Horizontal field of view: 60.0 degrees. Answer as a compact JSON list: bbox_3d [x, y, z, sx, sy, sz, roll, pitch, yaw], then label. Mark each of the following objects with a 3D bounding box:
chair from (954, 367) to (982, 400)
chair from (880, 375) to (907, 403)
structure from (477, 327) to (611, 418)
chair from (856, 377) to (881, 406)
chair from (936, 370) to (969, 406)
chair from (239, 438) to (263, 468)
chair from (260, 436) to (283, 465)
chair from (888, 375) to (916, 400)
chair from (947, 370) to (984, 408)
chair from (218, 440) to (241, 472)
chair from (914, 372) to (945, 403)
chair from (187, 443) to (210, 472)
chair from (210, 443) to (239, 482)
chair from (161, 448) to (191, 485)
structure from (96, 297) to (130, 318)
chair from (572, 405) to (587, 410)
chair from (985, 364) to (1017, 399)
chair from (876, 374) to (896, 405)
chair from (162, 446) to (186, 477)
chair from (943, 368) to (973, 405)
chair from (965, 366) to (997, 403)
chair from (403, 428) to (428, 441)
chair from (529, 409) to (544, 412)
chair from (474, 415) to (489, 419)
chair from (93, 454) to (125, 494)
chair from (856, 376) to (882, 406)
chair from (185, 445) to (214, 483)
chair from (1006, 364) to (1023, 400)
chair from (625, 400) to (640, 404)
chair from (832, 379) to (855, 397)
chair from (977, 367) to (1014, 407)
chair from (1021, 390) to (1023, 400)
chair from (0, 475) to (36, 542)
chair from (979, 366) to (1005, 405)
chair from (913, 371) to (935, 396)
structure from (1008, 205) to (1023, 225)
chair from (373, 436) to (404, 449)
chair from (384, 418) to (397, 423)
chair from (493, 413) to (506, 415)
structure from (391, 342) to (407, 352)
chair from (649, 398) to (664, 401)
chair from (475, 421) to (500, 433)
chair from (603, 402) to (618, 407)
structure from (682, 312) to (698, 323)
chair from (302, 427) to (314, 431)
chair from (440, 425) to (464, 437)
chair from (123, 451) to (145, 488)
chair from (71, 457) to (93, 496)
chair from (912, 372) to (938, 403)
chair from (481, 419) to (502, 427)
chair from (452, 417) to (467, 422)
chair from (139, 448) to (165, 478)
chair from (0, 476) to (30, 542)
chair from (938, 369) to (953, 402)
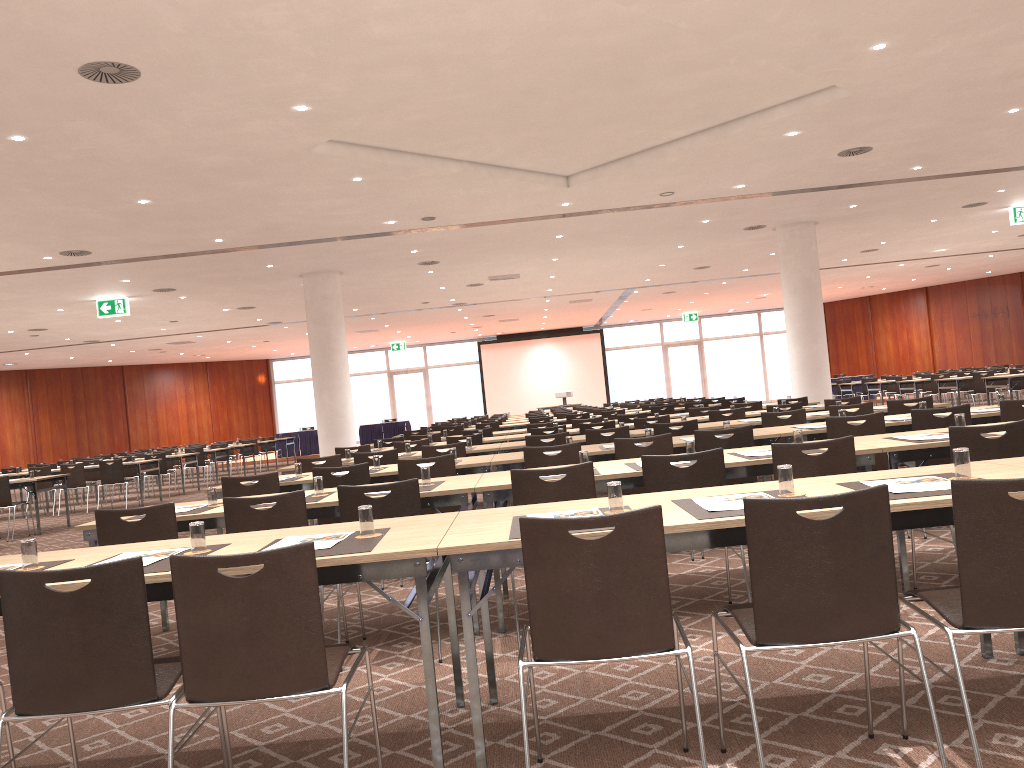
[{"bbox_3d":[13.319,-0.017,25.983,0.535,0.939,0.614,-6,-1,1],"label":"chair"},{"bbox_3d":[10.395,0.240,24.180,0.535,0.939,0.614,-6,-1,3],"label":"chair"},{"bbox_3d":[1.299,-0.422,36.279,5.158,3.525,0.395,-6,0,1],"label":"structure"},{"bbox_3d":[9.714,0.307,24.134,0.535,0.939,0.614,-6,-1,4],"label":"chair"},{"bbox_3d":[10.958,0.146,22.109,0.535,0.939,0.614,-6,-1,-2],"label":"chair"},{"bbox_3d":[-7.841,2.095,26.479,0.535,0.939,0.614,-6,-1,4],"label":"chair"},{"bbox_3d":[-7.197,2.029,26.386,0.535,0.939,0.614,-6,-1,1],"label":"chair"},{"bbox_3d":[9.777,0.265,22.192,0.535,0.939,0.614,-6,-1,0],"label":"chair"},{"bbox_3d":[10.270,0.179,20.123,0.535,0.939,0.614,-6,-1,-2],"label":"chair"},{"bbox_3d":[-8.448,2.154,26.410,0.535,0.939,0.614,-6,-1,0],"label":"chair"},{"bbox_3d":[10.364,0.204,22.040,0.535,0.939,0.614,-6,-1,2],"label":"chair"},{"bbox_3d":[-9.415,2.253,26.570,0.535,0.939,0.614,-6,-1,-1],"label":"chair"},{"bbox_3d":[-7.289,1.965,22.387,0.535,0.939,0.614,-6,-1,3],"label":"chair"},{"bbox_3d":[-8.591,2.098,22.553,0.535,0.939,0.614,-6,-1,2],"label":"chair"},{"bbox_3d":[-7.681,-1.470,17.077,0.587,0.346,0.105,-6,0,1],"label":"structure"},{"bbox_3d":[2.055,1.108,26.327,0.535,0.939,0.614,-6,-1,3],"label":"chair"},{"bbox_3d":[13.253,-0.045,24.124,0.535,0.939,0.614,-6,-1,3],"label":"chair"},{"bbox_3d":[11.089,0.207,26.167,0.535,0.939,0.614,-6,-1,3],"label":"chair"},{"bbox_3d":[-10.129,2.323,26.524,0.535,0.939,0.614,-6,-1,0],"label":"chair"},{"bbox_3d":[12.078,0.071,24.088,0.535,0.939,0.614,-6,-1,-1],"label":"chair"},{"bbox_3d":[12.646,0.013,23.995,0.535,0.939,0.614,-6,-1,1],"label":"chair"},{"bbox_3d":[-1.716,1.301,16.357,0.535,0.939,0.614,-6,-1,3],"label":"chair"},{"bbox_3d":[0.771,1.236,26.310,0.535,0.939,0.614,-6,-1,2],"label":"chair"},{"bbox_3d":[-0.862,1.399,26.384,0.535,0.939,0.614,-6,-1,2],"label":"chair"},{"bbox_3d":[-10.235,2.259,22.444,0.536,0.939,0.614,-6,-1,4],"label":"chair"},{"bbox_3d":[10.505,0.265,26.119,0.535,0.939,0.614,-6,-1,-1],"label":"chair"},{"bbox_3d":[-7.972,2.035,22.481,0.535,0.939,0.614,-6,-1,3],"label":"chair"},{"bbox_3d":[12.695,-0.027,22.075,0.535,0.939,0.614,-6,-1,-1],"label":"chair"},{"bbox_3d":[3.591,0.955,26.297,0.535,0.939,0.614,-6,-1,0],"label":"chair"},{"bbox_3d":[9.739,0.340,26.053,0.535,0.939,0.614,-6,-1,3],"label":"chair"},{"bbox_3d":[10.907,0.113,20.029,0.535,0.939,0.614,-6,-1,-1],"label":"chair"},{"bbox_3d":[11.940,0.012,20.090,0.535,0.939,0.614,-6,-1,3],"label":"chair"},{"bbox_3d":[-7.397,1.802,12.894,0.535,0.939,0.614,-6,-1,0],"label":"chair"},{"bbox_3d":[12.042,0.039,22.147,0.535,0.939,0.614,-6,-1,3],"label":"chair"},{"bbox_3d":[11.999,0.114,26.008,0.535,0.939,0.614,-6,-1,-1],"label":"chair"},{"bbox_3d":[9.710,-3.204,16.736,0.587,0.346,0.105,-6,0,1],"label":"structure"},{"bbox_3d":[-1.722,1.238,12.857,0.535,0.939,0.614,-6,-1,0],"label":"chair"},{"bbox_3d":[-4.220,1.686,30.835,0.535,0.939,0.614,-6,-1,4],"label":"chair"},{"bbox_3d":[-0.287,1.341,26.296,0.535,0.939,0.614,-6,-1,-1],"label":"chair"},{"bbox_3d":[-4.472,-1.462,34.956,0.587,0.346,0.105,-6,0,1],"label":"structure"},{"bbox_3d":[4.287,0.884,26.206,0.535,0.939,0.614,-6,-1,4],"label":"chair"},{"bbox_3d":[-0.404,1.170,16.297,0.535,0.939,0.614,-6,-1,2],"label":"chair"},{"bbox_3d":[2.940,1.019,26.233,0.535,0.939,0.614,-6,-1,0],"label":"chair"},{"bbox_3d":[6.986,-2.605,34.731,0.587,0.346,0.105,-6,0,1],"label":"structure"},{"bbox_3d":[-7.105,1.974,30.891,0.535,0.939,0.614,-6,-1,3],"label":"chair"},{"bbox_3d":[-1.052,1.236,16.386,0.535,0.939,0.614,-6,-1,2],"label":"chair"},{"bbox_3d":[-9.524,2.189,22.512,0.535,0.939,0.614,-6,-1,-2],"label":"chair"},{"bbox_3d":[-10.866,2.325,22.597,0.535,0.939,0.614,-6,-1,-1],"label":"chair"},{"bbox_3d":[11.113,0.166,24.025,0.535,0.939,0.614,-6,-1,0],"label":"chair"},{"bbox_3d":[-0.371,1.204,18.373,0.535,0.939,0.614,-6,-1,2],"label":"chair"},{"bbox_3d":[-1.504,1.463,26.355,0.535,0.939,0.614,-6,-1,3],"label":"chair"},{"bbox_3d":[-10.791,2.388,26.456,0.535,0.939,0.614,-6,-1,-1],"label":"chair"},{"bbox_3d":[-7.476,1.810,12.896,0.535,0.939,0.614,-6,-1,-1],"label":"chair"},{"bbox_3d":[12.716,0.044,26.076,0.535,0.939,0.614,-6,-1,-2],"label":"chair"}]
